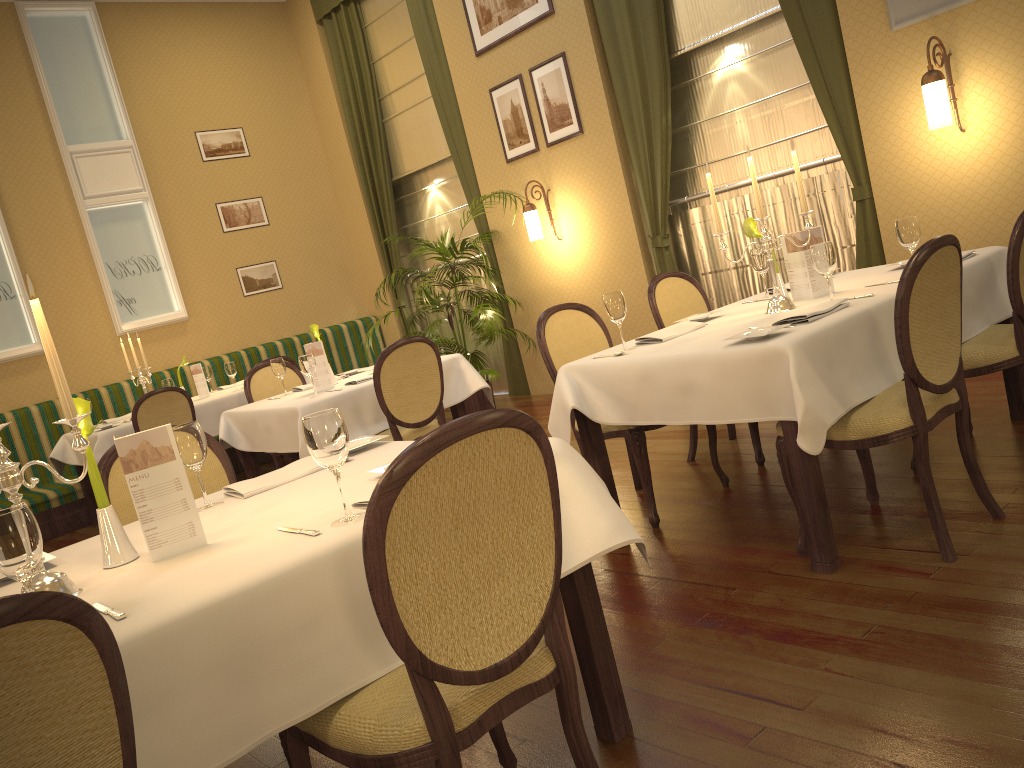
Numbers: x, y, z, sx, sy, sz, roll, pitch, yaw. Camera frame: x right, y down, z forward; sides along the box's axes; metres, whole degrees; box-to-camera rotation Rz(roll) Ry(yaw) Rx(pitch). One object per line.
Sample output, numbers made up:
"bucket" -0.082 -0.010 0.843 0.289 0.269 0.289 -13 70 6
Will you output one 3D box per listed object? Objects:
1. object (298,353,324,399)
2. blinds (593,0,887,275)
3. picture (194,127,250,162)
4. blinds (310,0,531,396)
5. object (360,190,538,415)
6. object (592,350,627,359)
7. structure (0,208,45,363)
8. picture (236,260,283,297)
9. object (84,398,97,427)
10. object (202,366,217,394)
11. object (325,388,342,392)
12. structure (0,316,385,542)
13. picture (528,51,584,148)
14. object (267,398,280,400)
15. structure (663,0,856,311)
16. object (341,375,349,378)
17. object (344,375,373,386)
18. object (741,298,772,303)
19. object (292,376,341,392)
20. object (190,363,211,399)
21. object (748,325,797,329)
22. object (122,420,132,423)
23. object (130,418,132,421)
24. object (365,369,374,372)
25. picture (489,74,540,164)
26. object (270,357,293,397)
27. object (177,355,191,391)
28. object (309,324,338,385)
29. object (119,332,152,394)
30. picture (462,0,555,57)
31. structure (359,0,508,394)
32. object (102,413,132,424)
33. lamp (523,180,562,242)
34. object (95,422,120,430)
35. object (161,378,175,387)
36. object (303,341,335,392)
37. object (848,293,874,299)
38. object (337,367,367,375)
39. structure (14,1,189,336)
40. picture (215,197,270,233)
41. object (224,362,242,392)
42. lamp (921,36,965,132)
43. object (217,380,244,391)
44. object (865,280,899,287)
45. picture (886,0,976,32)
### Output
"object" -1.075 -0.044 4.742 0.088 0.229 0.088 -13 7 9
"blinds" 1.292 -2.236 5.799 0.129 4.537 1.878 -20 9 -39
"picture" -2.862 -2.373 8.779 0.504 0.294 0.008 -20 9 -39
"blinds" -0.923 -2.040 8.513 0.225 4.537 1.934 -20 10 -39
"object" -0.418 -0.596 7.448 1.496 1.807 1.552 -10 9 31
"object" 0.367 -0.111 3.357 0.038 0.015 0.181 -20 9 -37
"structure" -4.641 -1.616 7.286 0.661 2.985 0.200 -20 9 -39
"picture" -2.543 -1.065 8.945 0.437 0.294 0.008 -20 9 -39
"object" -3.288 0.229 6.885 0.088 0.229 0.088 -13 7 9
"object" -2.565 -0.035 7.492 0.088 0.229 0.088 -13 7 9
"object" -0.974 0.034 4.822 0.017 0.010 0.185 -20 9 -38
"structure" -6.528 1.679 4.956 14.516 1.031 0.850 -20 9 -39
"picture" 0.334 -2.189 6.860 0.022 0.619 0.412 -20 9 -39
"object" -1.412 0.085 5.270 0.017 0.010 0.185 -20 9 -37
"structure" 1.377 -2.256 5.881 0.134 4.511 1.900 -20 9 -39
"object" -1.066 -0.041 5.539 0.038 0.015 0.181 -20 9 -37
"object" -0.794 -0.039 4.992 0.273 0.024 0.142 -20 9 -39
"object" 1.103 -0.375 3.957 0.017 0.010 0.185 -20 9 -37
"object" -1.200 -0.002 5.446 0.273 0.033 0.142 -20 9 -39
"object" -2.495 -0.022 7.087 0.081 0.277 0.166 -17 8 -22
"object" 0.878 -0.192 2.999 0.038 0.015 0.181 -20 9 -37
"object" -2.820 0.275 6.490 0.038 0.015 0.181 -20 9 -37
"object" -2.667 0.221 6.550 0.273 0.033 0.142 -20 9 -39
"object" -0.772 -0.089 5.313 0.160 0.024 0.160 -20 9 -39
"picture" 0.012 -2.160 7.252 0.022 0.619 0.412 -20 9 -39
"object" -1.382 -0.042 5.314 0.088 0.229 0.088 -13 7 9
"object" -2.636 -0.044 7.127 0.076 0.375 0.163 -8 9 38
"object" -1.119 -0.176 5.247 0.076 0.375 0.163 -16 8 -17
"object" -2.885 -0.089 6.872 0.131 0.655 0.390 -19 9 -33
"picture" -0.121 -3.253 6.932 0.027 1.057 0.966 -20 9 -39
"structure" -0.837 -2.059 8.587 0.123 4.511 1.942 -20 9 -39
"object" -3.072 0.264 6.992 0.273 0.033 0.142 -20 9 -39
"lamp" 0.211 -1.374 7.109 0.114 0.513 0.323 -8 10 40
"object" -2.905 0.310 6.355 0.160 0.024 0.160 -20 9 -39
"object" -2.566 0.075 6.672 0.088 0.229 0.088 -13 7 9
"object" -1.109 -0.097 5.035 0.081 0.277 0.166 -19 9 -32
"object" 1.239 -0.315 3.254 0.017 0.010 0.185 -20 9 -38
"object" -1.020 -0.070 5.637 0.160 0.024 0.160 -20 9 -39
"structure" -3.708 -1.958 8.077 0.670 2.985 0.200 -20 9 -39
"picture" -2.691 -1.696 8.870 0.504 0.294 0.008 -20 9 -39
"object" -2.176 -0.056 6.913 0.088 0.229 0.088 -13 7 9
"lamp" 2.235 -1.556 4.644 0.114 0.513 0.323 -8 10 40
"object" -2.382 0.006 7.624 0.273 0.033 0.142 -20 9 -39
"object" 1.449 -0.392 3.432 0.017 0.010 0.185 -20 9 -38
"picture" 2.161 -2.324 4.639 0.027 0.769 0.512 -20 9 -39
